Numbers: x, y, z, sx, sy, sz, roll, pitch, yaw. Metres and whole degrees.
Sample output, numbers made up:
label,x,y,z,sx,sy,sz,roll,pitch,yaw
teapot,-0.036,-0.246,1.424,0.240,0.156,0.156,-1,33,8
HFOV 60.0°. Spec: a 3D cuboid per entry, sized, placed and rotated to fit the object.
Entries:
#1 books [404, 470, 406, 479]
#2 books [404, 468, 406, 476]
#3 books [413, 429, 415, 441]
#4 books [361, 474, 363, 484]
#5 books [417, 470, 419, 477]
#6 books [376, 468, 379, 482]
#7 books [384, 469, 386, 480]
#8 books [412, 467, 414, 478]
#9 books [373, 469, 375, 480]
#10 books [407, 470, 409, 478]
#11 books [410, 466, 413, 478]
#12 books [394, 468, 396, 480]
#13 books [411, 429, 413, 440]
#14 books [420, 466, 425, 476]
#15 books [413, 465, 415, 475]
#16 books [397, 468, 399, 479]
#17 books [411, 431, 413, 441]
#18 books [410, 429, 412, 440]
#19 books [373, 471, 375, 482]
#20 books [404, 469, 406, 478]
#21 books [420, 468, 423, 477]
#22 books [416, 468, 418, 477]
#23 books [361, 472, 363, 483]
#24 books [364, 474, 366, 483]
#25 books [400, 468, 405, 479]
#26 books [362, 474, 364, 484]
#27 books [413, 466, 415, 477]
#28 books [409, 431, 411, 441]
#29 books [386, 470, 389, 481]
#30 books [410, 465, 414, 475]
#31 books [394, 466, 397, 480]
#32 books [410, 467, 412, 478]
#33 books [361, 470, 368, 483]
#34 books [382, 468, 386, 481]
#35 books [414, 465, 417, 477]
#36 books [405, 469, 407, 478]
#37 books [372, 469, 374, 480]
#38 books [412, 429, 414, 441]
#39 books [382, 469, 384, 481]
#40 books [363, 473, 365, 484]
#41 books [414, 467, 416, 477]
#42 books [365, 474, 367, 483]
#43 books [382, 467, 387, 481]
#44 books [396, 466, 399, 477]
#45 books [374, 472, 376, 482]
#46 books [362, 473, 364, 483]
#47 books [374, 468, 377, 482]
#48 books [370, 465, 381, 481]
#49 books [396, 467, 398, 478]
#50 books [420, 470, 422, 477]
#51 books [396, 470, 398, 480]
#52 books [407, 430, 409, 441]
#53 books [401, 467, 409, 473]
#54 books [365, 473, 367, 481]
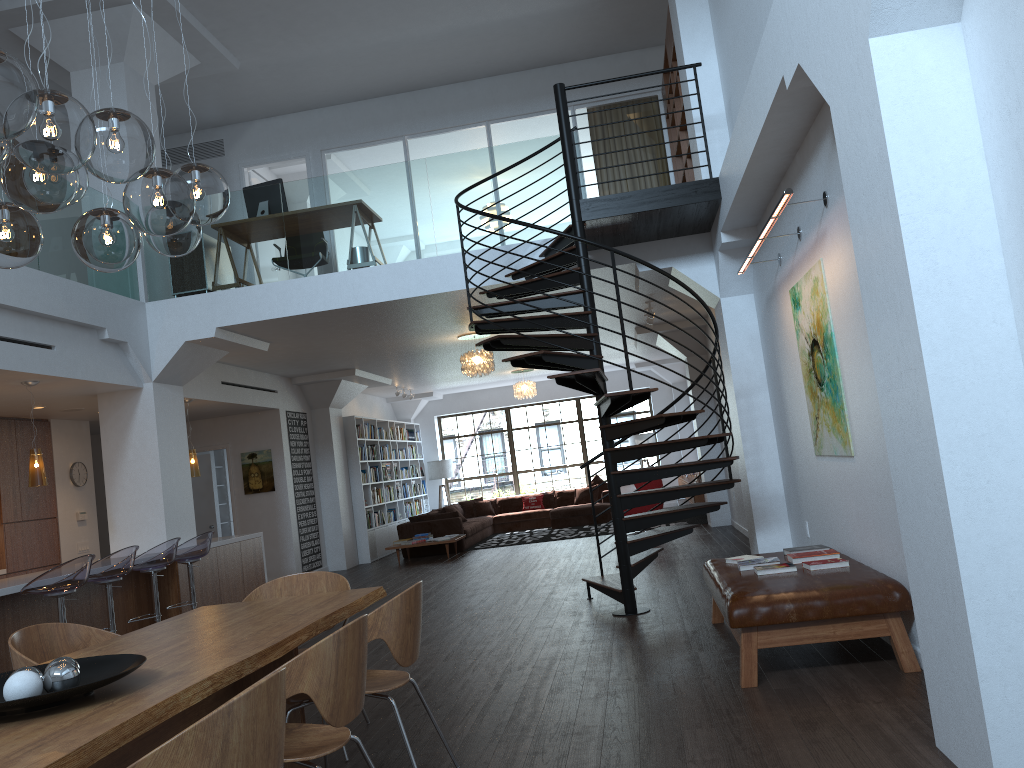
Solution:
label,x,y,z,sx,sy,sz,roll,pitch,yaw
books,-2.168,1.767,17.372,0.139,0.191,0.036,-8,-5,7
books,-2.163,1.769,17.447,0.127,0.200,0.020,-8,-5,7
books,-2.136,1.081,18.552,0.183,0.253,0.042,-8,-5,7
books,-2.546,1.559,14.637,0.136,0.196,0.045,-8,-5,7
books,-2.033,1.841,18.431,0.161,0.207,0.135,-8,-5,7
books,-2.430,1.605,15.539,0.174,0.239,0.045,-8,-5,7
books,-2.361,1.649,16.018,0.161,0.223,0.032,-8,-5,7
books,-2.088,1.800,18.013,0.161,0.223,0.032,-8,-5,7
books,-2.459,1.599,15.338,0.161,0.223,0.026,-8,-5,7
books,-2.116,1.800,17.636,0.106,0.162,0.032,-8,-5,7
books,-2.104,1.787,17.940,0.174,0.240,0.054,-8,-5,7
books,-2.277,1.700,16.675,0.161,0.223,0.030,-8,-5,7
books,-2.153,1.071,18.423,0.183,0.253,0.042,-8,-5,7
books,-1.978,1.868,18.844,0.182,0.215,0.188,-8,-5,7
books,-2.083,1.800,18.164,0.160,0.251,0.039,-8,-5,7
books,-2.255,1.706,16.888,0.171,0.246,0.036,-8,-5,7
books,-2.165,1.069,18.380,0.183,0.253,0.042,-8,-5,7
books,-2.165,1.065,18.336,0.183,0.253,0.042,-8,-5,7
books,-2.460,1.596,15.311,0.161,0.223,0.027,-8,-5,7
books,-2.166,1.768,17.413,0.136,0.196,0.045,-8,-5,7
books,-1.998,1.865,18.755,0.167,0.210,0.162,-8,-5,7
books,-2.051,1.823,18.377,0.174,0.236,0.142,-8,-5,7
books,-2.543,1.560,14.670,0.127,0.200,0.020,-8,-5,7
books,-2.507,1.592,14.815,0.110,0.153,0.018,-8,-5,7
books,-2.179,1.757,17.334,0.140,0.206,0.042,-8,-5,7
books,-2.532,1.571,14.689,0.128,0.178,0.022,-8,-5,7
books,-2.086,1.799,18.125,0.171,0.246,0.039,-8,-5,7
books,-2.187,1.056,18.207,0.183,0.253,0.042,-8,-5,7
books,-2.342,1.670,16.173,0.161,0.207,0.135,-8,-5,7
books,-2.100,1.790,18.053,0.183,0.253,0.042,-8,-5,7
books,-2.272,1.689,16.716,0.174,0.251,0.051,-8,-5,7
books,-2.109,1.792,17.896,0.161,0.223,0.032,-8,-5,7
books,-2.509,1.563,14.923,0.140,0.231,0.042,-8,-5,7
books,-2.377,1.636,15.944,0.174,0.240,0.054,-8,-5,7
books,-2.063,1.807,18.288,0.183,0.253,0.042,-8,-5,7
books,-2.151,1.782,17.487,0.128,0.178,0.021,-8,-5,7
books,-2.473,1.582,15.287,0.159,0.250,0.026,-8,-5,7
books,-2.147,1.075,18.466,0.183,0.253,0.042,-8,-5,7
books,-2.383,1.641,15.901,0.161,0.223,0.032,-8,-5,7
books,-2.517,1.581,14.780,0.109,0.171,0.018,-8,-5,7
books,-2.081,1.799,18.204,0.180,0.259,0.042,-8,-5,7
books,-2.496,1.590,14.860,0.106,0.162,0.032,-8,-5,7
books,-2.373,1.639,16.057,0.183,0.253,0.042,-8,-5,7
books,-2.253,1.707,16.925,0.160,0.251,0.036,-8,-5,7
books,-2.463,1.598,15.371,0.167,0.230,0.037,-8,-5,7
books,-2.531,1.573,14.711,0.128,0.178,0.021,-8,-5,7
books,-2.446,1.591,15.441,0.182,0.253,0.034,-8,-5,7
books,-2.421,1.592,15.677,0.176,0.294,0.102,-8,-5,7
books,-2.268,1.699,16.821,0.183,0.253,0.039,-8,-5,7
books,-1.999,1.854,18.690,0.161,0.218,0.101,-8,-5,7
books,-2.256,1.708,16.784,0.161,0.223,0.030,-8,-5,7
books,-2.189,1.056,18.043,0.161,0.223,0.032,-8,-5,7
books,-2.129,1.772,17.700,0.140,0.231,0.042,-8,-5,7
books,-2.493,1.590,14.884,0.107,0.167,0.017,-8,-5,7
